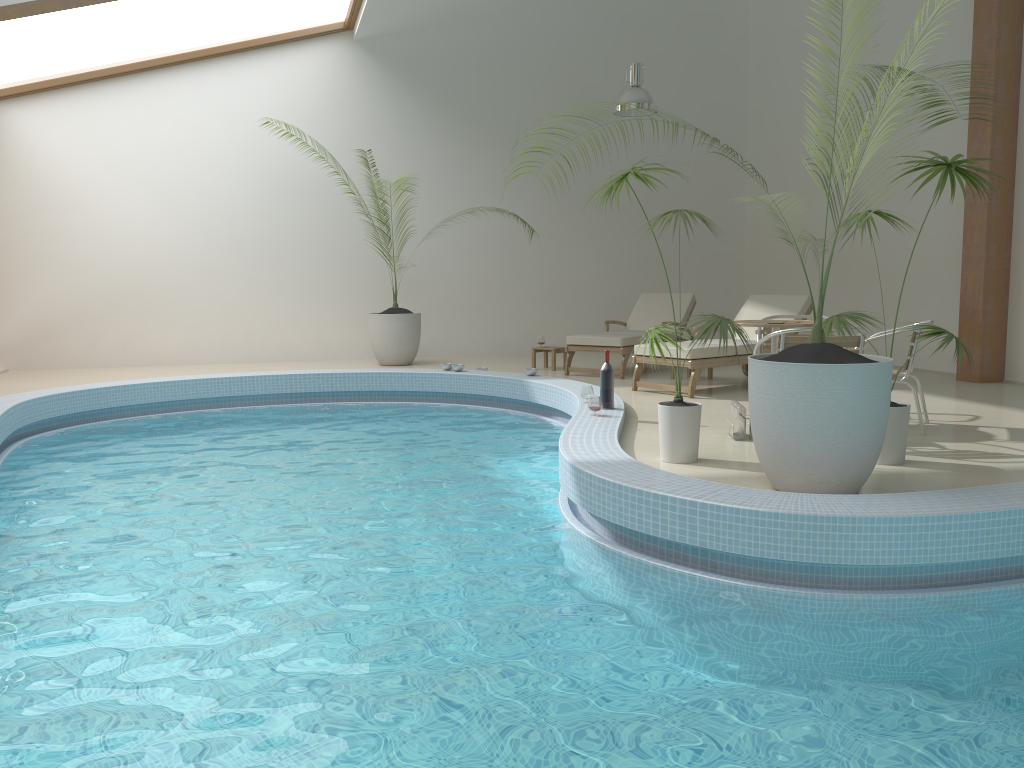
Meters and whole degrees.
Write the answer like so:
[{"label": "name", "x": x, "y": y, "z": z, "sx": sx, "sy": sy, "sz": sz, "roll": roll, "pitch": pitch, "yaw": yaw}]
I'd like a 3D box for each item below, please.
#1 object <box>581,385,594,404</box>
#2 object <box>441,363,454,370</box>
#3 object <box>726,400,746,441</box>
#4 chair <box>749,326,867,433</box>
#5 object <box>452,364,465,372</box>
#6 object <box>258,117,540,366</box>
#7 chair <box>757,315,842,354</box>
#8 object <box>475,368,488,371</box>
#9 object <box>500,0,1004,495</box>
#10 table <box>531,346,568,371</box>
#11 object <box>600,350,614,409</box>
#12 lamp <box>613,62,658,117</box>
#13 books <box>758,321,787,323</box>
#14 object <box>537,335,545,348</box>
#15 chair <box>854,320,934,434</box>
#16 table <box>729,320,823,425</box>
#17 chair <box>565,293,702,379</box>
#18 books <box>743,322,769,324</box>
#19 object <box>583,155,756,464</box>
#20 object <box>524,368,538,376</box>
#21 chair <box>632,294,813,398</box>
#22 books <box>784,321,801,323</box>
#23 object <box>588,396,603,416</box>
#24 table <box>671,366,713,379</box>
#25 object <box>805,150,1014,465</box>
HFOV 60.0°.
[{"label": "object", "x": 0.584, "y": 0.080, "z": 6.874, "sx": 0.102, "sy": 0.137, "sz": 0.102, "roll": -1, "pitch": 7, "yaw": -6}, {"label": "object", "x": -0.696, "y": -0.182, "z": 9.547, "sx": 0.140, "sy": 0.069, "sz": 0.140, "roll": 6, "pitch": 9, "yaw": 44}, {"label": "object", "x": 1.460, "y": 0.235, "z": 5.778, "sx": 0.081, "sy": 0.223, "sz": 0.272, "roll": 0, "pitch": 7, "yaw": 5}, {"label": "chair", "x": 1.891, "y": -0.015, "z": 5.650, "sx": 0.618, "sy": 0.727, "sz": 0.563, "roll": -1, "pitch": 7, "yaw": -3}, {"label": "object", "x": -0.572, "y": -0.168, "z": 9.413, "sx": 0.140, "sy": 0.069, "sz": 0.140, "roll": 6, "pitch": 9, "yaw": 44}, {"label": "object", "x": -1.289, "y": -1.716, "z": 10.933, "sx": 2.729, "sy": 2.960, "sz": 2.979, "roll": 5, "pitch": 9, "yaw": 39}, {"label": "chair", "x": 2.229, "y": -0.164, "z": 6.909, "sx": 0.618, "sy": 0.727, "sz": 0.563, "roll": 1, "pitch": 7, "yaw": 17}, {"label": "object", "x": -0.337, "y": -0.142, "z": 9.856, "sx": 0.140, "sy": 0.069, "sz": 0.140, "roll": 6, "pitch": 9, "yaw": 44}, {"label": "object", "x": 1.390, "y": -0.980, "z": 4.340, "sx": 2.979, "sy": 2.960, "sz": 2.729, "roll": 0, "pitch": 7, "yaw": 2}, {"label": "table", "x": 0.440, "y": -0.300, "z": 10.343, "sx": 0.320, "sy": 0.255, "sz": 0.283, "roll": 4, "pitch": 8, "yaw": 37}, {"label": "object", "x": 0.702, "y": -0.035, "z": 6.550, "sx": 0.109, "sy": 0.435, "sz": 0.109, "roll": 2, "pitch": 7, "yaw": 20}, {"label": "lamp", "x": 1.396, "y": -4.061, "z": 9.989, "sx": 0.506, "sy": 1.958, "sz": 0.505, "roll": -2, "pitch": 7, "yaw": -15}, {"label": "books", "x": 1.818, "y": -0.434, "z": 6.178, "sx": 0.166, "sy": 0.004, "sz": 0.241, "roll": 3, "pitch": 7, "yaw": 26}, {"label": "object", "x": 0.340, "y": -0.497, "z": 10.347, "sx": 0.102, "sy": 0.137, "sz": 0.102, "roll": -1, "pitch": 7, "yaw": 0}, {"label": "chair", "x": 2.573, "y": -0.075, "z": 6.109, "sx": 0.563, "sy": 0.727, "sz": 0.618, "roll": 3, "pitch": 7, "yaw": 27}, {"label": "table", "x": 1.874, "y": -0.082, "z": 6.324, "sx": 0.700, "sy": 0.720, "sz": 0.700, "roll": 0, "pitch": 7, "yaw": 4}, {"label": "chair", "x": 1.428, "y": -0.594, "z": 10.144, "sx": 0.861, "sy": 0.866, "sz": 1.903, "roll": 4, "pitch": 8, "yaw": 37}, {"label": "books", "x": 1.705, "y": -0.425, "z": 6.148, "sx": 0.166, "sy": 0.004, "sz": 0.241, "roll": 3, "pitch": 7, "yaw": 26}, {"label": "object", "x": 0.858, "y": -0.407, "z": 4.981, "sx": 0.791, "sy": 1.695, "sz": 1.059, "roll": -4, "pitch": 7, "yaw": -28}, {"label": "object", "x": 0.193, "y": -0.117, "z": 8.907, "sx": 0.140, "sy": 0.069, "sz": 0.140, "roll": 6, "pitch": 9, "yaw": 44}, {"label": "chair", "x": 2.087, "y": -0.410, "z": 8.492, "sx": 1.903, "sy": 0.866, "sz": 0.861, "roll": -6, "pitch": 8, "yaw": -36}, {"label": "books", "x": 1.920, "y": -0.434, "z": 6.206, "sx": 0.166, "sy": 0.004, "sz": 0.241, "roll": 3, "pitch": 7, "yaw": 26}, {"label": "object", "x": 0.586, "y": 0.154, "z": 6.236, "sx": 0.102, "sy": 0.137, "sz": 0.102, "roll": -1, "pitch": 7, "yaw": -6}, {"label": "table", "x": 1.859, "y": -0.178, "z": 9.171, "sx": 0.283, "sy": 0.255, "sz": 0.320, "roll": -6, "pitch": 8, "yaw": -36}, {"label": "object", "x": 2.153, "y": -0.413, "z": 4.925, "sx": 1.059, "sy": 1.695, "sz": 0.791, "roll": 2, "pitch": 7, "yaw": 20}]
